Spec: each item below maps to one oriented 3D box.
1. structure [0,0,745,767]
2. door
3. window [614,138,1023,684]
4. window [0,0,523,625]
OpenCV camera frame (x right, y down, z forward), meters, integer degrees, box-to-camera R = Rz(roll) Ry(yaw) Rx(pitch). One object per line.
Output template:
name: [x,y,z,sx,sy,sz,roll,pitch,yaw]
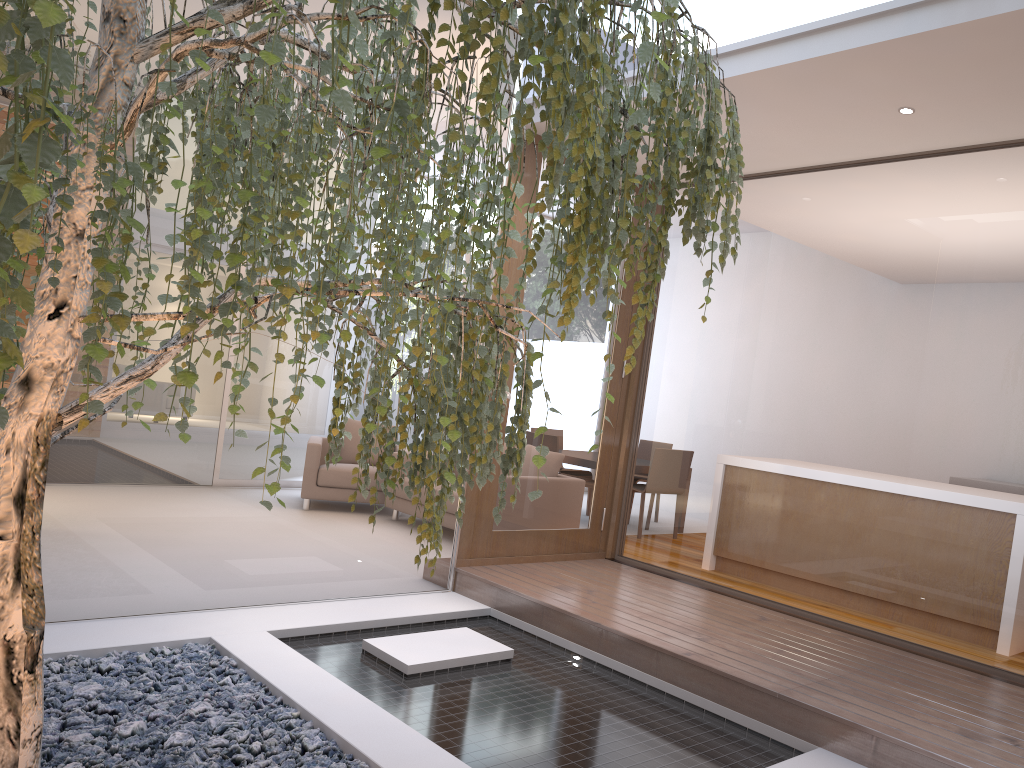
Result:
structure: [-0.455,-0.846,1.699,2.077,3.994,2.035,8,1,44]
door: [0.335,-0.132,5.064,1.081,2.366,0.097,6,2,-41]
window: [2.185,0.075,4.029,0.071,2.470,4.010,5,1,-42]
window: [-1.326,-0.593,3.606,3.257,3.257,0.043,6,1,-41]
